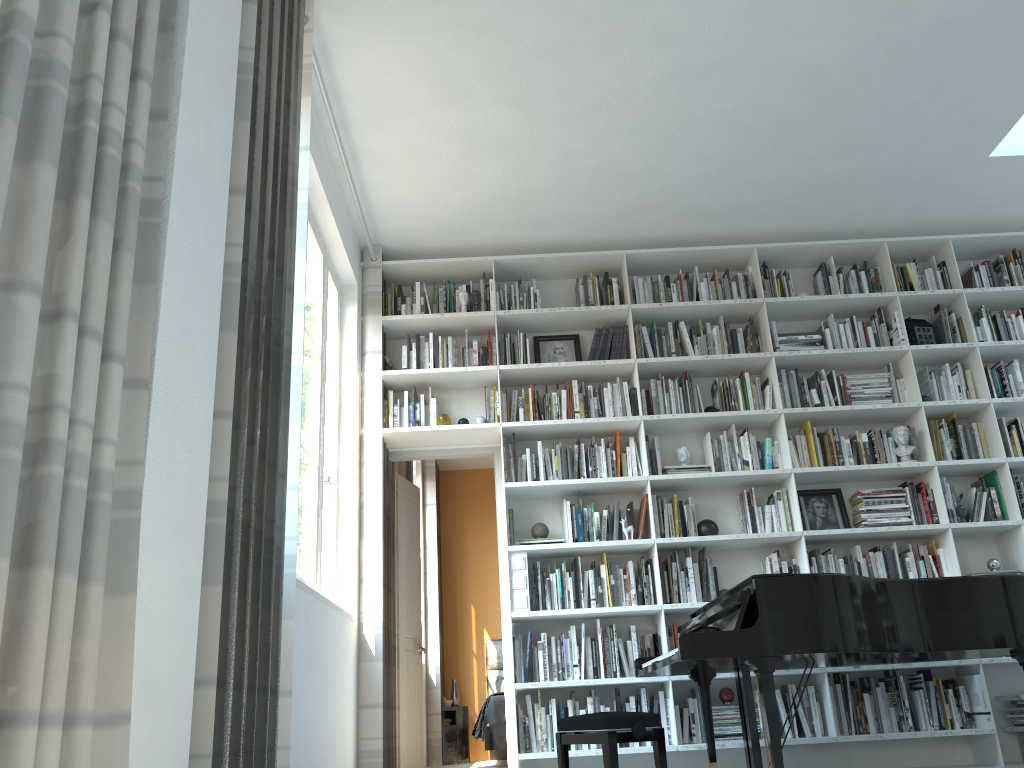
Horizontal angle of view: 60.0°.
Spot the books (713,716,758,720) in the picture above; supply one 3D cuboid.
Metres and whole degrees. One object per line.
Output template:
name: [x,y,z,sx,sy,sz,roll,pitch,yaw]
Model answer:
books: [1.191,1.840,4.882,0.285,0.005,0.160,-2,-21,-3]

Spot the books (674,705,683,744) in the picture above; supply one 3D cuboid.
books: [0.902,1.873,4.874,0.025,0.197,0.161,-3,-21,-1]

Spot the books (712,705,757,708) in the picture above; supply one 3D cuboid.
books: [1.191,1.786,4.908,0.285,0.005,0.160,-3,-21,-1]

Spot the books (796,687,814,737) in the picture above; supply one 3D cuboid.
books: [1.613,1.811,4.899,0.025,0.258,0.133,-3,-21,-1]

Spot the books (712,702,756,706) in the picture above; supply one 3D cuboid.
books: [1.191,1.771,4.900,0.285,0.005,0.160,-5,-21,4]

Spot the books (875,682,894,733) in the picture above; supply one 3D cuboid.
books: [2.045,1.788,4.902,0.028,0.260,0.133,-3,-21,-1]

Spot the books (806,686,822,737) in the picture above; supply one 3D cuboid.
books: [1.637,1.799,4.870,0.024,0.259,0.190,-3,-21,-1]

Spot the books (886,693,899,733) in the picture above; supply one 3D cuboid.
books: [2.072,1.813,4.890,0.024,0.202,0.145,-3,-21,-1]

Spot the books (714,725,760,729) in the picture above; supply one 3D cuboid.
books: [1.197,1.881,4.862,0.285,0.007,0.160,-1,-21,-5]

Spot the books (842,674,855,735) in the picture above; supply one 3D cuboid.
books: [1.840,1.771,4.900,0.034,0.310,0.170,-3,-21,-1]

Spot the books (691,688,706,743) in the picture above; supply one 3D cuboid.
books: [1.028,1.827,4.890,0.027,0.281,0.130,-3,-21,-1]

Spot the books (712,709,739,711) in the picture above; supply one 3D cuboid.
books: [1.192,1.797,4.891,0.254,0.005,0.161,-1,-21,-6]

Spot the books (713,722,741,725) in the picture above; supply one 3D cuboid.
books: [1.195,1.864,4.875,0.254,0.007,0.161,-3,-21,0]

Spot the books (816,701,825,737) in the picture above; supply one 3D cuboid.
books: [1.663,1.841,4.873,0.024,0.179,0.172,-3,-21,-1]

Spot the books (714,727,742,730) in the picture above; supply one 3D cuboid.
books: [1.197,1.887,4.860,0.254,0.007,0.161,-1,-21,-5]

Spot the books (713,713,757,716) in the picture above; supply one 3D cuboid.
books: [1.191,1.825,4.890,0.285,0.005,0.160,-2,-21,-2]

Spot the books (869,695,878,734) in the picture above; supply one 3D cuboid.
books: [1.961,1.825,4.898,0.030,0.196,0.143,-3,-21,-1]

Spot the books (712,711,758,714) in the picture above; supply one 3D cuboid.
books: [1.190,1.813,4.887,0.285,0.005,0.160,-1,-21,-5]

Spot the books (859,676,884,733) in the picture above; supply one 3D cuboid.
books: [1.987,1.774,4.904,0.026,0.293,0.155,-3,-21,-1]

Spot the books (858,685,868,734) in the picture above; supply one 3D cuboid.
books: [1.911,1.798,4.902,0.012,0.254,0.151,-3,-21,-1]

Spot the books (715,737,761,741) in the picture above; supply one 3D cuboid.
books: [1.198,1.942,4.849,0.285,0.007,0.160,-3,-21,-1]

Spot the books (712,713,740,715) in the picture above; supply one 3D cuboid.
books: [1.190,1.821,4.894,0.254,0.005,0.161,-3,-21,-1]

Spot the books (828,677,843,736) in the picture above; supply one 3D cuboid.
books: [1.757,1.777,4.887,0.014,0.299,0.185,-3,-21,-1]

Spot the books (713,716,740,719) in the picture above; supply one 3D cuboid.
books: [1.191,1.835,4.886,0.254,0.005,0.161,-2,-21,-2]

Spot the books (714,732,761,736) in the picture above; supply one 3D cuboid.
books: [1.197,1.913,4.850,0.285,0.007,0.160,-1,-21,-5]

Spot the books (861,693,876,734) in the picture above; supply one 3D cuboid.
books: [1.932,1.811,4.871,0.028,0.205,0.175,-3,-21,-1]

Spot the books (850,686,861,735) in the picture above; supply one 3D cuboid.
books: [1.870,1.804,4.899,0.022,0.246,0.144,-3,-21,-1]

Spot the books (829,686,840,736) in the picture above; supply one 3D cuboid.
books: [1.738,1.798,4.879,0.026,0.255,0.184,-3,-21,-1]

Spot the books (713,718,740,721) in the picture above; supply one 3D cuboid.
books: [1.192,1.846,4.884,0.254,0.005,0.161,-3,-21,-1]

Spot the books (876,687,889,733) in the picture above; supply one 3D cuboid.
books: [2.016,1.802,4.897,0.030,0.233,0.138,-3,-21,-1]

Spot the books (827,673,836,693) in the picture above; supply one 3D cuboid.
books: [1.770,1.764,4.910,0.014,0.338,0.140,-3,-21,-1]

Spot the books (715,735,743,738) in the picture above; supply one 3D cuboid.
books: [1.197,1.929,4.853,0.254,0.007,0.161,-3,-21,-1]

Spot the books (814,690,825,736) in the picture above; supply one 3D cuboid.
books: [1.684,1.820,4.901,0.021,0.236,0.116,-3,-21,-1]

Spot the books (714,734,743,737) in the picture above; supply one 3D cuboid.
books: [1.197,1.922,4.854,0.254,0.007,0.161,-3,-21,0]

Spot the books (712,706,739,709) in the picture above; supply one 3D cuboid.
books: [1.192,1.791,4.905,0.254,0.005,0.161,-3,-21,-1]

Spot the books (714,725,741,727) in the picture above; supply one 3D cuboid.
books: [1.196,1.877,4.870,0.254,0.007,0.161,-3,-21,0]

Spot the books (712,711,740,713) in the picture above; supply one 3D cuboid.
books: [1.193,1.808,4.889,0.254,0.005,0.161,-4,-21,3]

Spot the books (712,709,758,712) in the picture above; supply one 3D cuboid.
books: [1.192,1.804,4.893,0.285,0.005,0.160,-2,-21,-4]

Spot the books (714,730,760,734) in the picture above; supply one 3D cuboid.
books: [1.199,1.906,4.850,0.285,0.007,0.160,-5,-21,4]

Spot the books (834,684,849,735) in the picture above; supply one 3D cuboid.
books: [1.801,1.799,4.900,0.025,0.262,0.145,-3,-21,-1]

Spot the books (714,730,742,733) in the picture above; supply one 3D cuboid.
books: [1.198,1.900,4.855,0.254,0.007,0.161,-1,-21,-5]

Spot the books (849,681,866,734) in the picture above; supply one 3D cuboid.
books: [1.899,1.789,4.905,0.012,0.275,0.155,-3,-21,-1]

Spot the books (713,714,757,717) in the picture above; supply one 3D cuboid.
books: [1.191,1.830,4.888,0.285,0.005,0.160,-3,-21,0]

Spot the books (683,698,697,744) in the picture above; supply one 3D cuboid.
books: [0.978,1.850,4.872,0.023,0.230,0.165,-3,-21,-1]

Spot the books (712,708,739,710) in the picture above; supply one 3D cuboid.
books: [1.192,1.796,4.903,0.254,0.005,0.161,-3,-21,-1]

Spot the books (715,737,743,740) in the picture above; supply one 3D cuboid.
books: [1.198,1.932,4.843,0.254,0.007,0.161,-4,-21,3]

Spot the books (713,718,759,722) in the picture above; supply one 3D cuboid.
books: [1.195,1.852,4.883,0.285,0.007,0.160,-3,-21,-1]

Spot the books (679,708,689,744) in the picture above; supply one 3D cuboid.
books: [0.941,1.875,4.866,0.053,0.183,0.148,-3,-21,-1]

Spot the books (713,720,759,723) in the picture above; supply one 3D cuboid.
books: [1.195,1.858,4.878,0.285,0.007,0.160,-3,-21,0]

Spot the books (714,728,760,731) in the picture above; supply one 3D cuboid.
books: [1.198,1.895,4.861,0.285,0.007,0.160,-3,-21,1]

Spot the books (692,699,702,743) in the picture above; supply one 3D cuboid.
books: [1.003,1.854,4.880,0.027,0.226,0.140,-3,-21,-1]

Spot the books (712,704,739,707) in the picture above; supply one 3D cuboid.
books: [1.191,1.780,4.907,0.254,0.005,0.161,-3,-21,0]

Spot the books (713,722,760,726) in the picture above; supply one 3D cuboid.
books: [1.196,1.867,4.864,0.285,0.007,0.160,-1,-21,-6]

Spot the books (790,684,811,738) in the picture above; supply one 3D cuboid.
books: [1.563,1.801,4.889,0.073,0.274,0.181,-3,-21,-1]

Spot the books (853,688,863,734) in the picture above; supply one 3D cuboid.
books: [1.888,1.805,4.894,0.012,0.238,0.129,-3,-21,-1]

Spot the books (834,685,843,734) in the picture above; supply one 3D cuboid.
books: [1.784,1.806,4.908,0.010,0.258,0.131,-3,-21,-1]

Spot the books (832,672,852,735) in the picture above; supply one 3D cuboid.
books: [1.817,1.760,4.903,0.012,0.336,0.144,-3,-21,-1]
